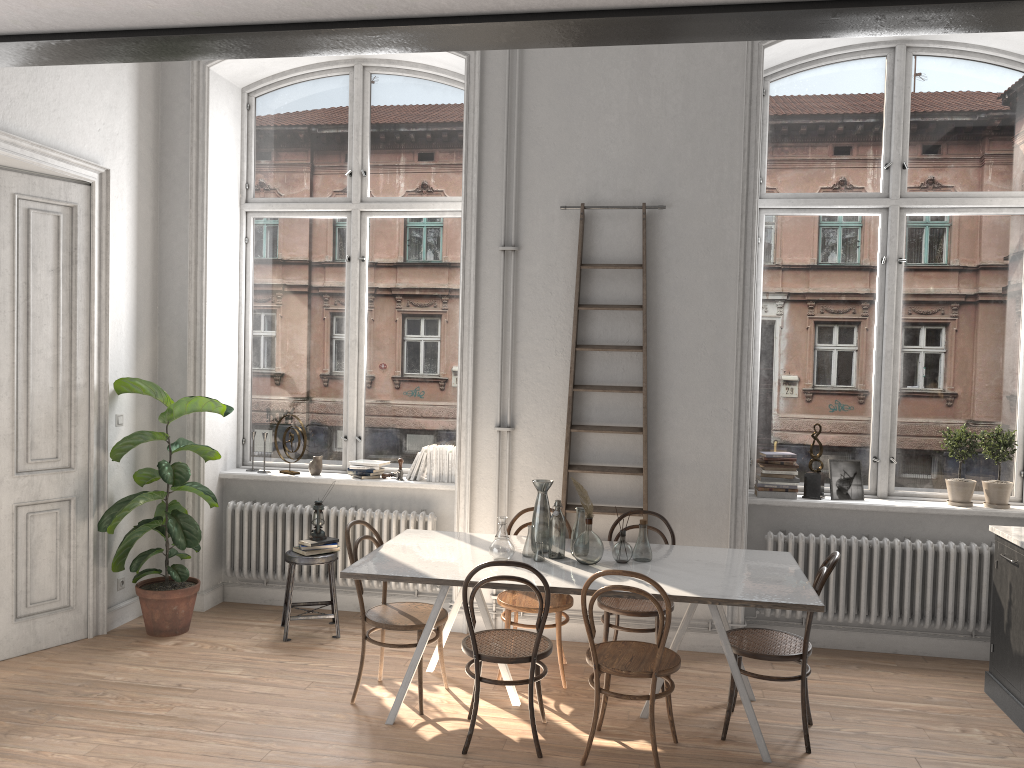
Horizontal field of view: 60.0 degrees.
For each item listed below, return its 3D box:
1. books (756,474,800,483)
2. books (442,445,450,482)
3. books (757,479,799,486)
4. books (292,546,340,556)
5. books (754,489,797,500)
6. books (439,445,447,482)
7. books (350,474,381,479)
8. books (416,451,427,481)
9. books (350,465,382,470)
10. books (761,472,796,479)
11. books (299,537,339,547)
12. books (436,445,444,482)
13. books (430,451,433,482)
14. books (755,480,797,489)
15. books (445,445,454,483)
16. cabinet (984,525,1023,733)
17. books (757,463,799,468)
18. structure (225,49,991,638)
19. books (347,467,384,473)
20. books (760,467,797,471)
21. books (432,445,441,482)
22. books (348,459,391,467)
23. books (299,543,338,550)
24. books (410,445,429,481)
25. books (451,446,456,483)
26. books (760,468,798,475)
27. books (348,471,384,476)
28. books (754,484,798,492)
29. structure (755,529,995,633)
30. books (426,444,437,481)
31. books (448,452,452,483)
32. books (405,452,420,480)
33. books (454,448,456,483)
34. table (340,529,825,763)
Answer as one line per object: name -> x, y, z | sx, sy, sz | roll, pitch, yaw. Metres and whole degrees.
books -> 1.736, 0.618, 5.807 | 0.245, 0.028, 0.193 | 2, 2, 5
books -> -0.455, 0.555, 6.219 | 0.024, 0.243, 0.175 | 2, 2, 10
books -> 1.737, 0.639, 5.806 | 0.255, 0.014, 0.192 | 2, 2, 13
books -> -1.276, 1.076, 5.785 | 0.246, 0.034, 0.194 | 0, 2, -40
books -> 1.720, 0.713, 5.797 | 0.248, 0.043, 0.192 | 2, 2, 10
books -> -0.477, 0.555, 6.218 | 0.019, 0.244, 0.174 | 2, 2, 10
books -> -1.042, 0.649, 6.292 | 0.147, 0.023, 0.221 | 0, 2, -31
books -> -0.616, 0.570, 6.227 | 0.072, 0.203, 0.155 | 2, 2, 10
books -> -1.032, 0.584, 6.272 | 0.205, 0.020, 0.155 | 1, 2, 0
books -> 1.741, 0.593, 5.800 | 0.205, 0.022, 0.155 | 2, 2, 24
books -> -1.261, 1.028, 5.785 | 0.147, 0.027, 0.221 | 3, 2, 42
books -> -0.499, 0.554, 6.204 | 0.019, 0.244, 0.174 | 2, 2, 10
books -> -0.543, 0.572, 6.214 | 0.020, 0.205, 0.155 | 2, 2, 10
books -> 1.724, 0.658, 5.793 | 0.249, 0.023, 0.175 | 2, 2, 11
books -> -0.438, 0.556, 6.194 | 0.019, 0.244, 0.174 | 2, 2, 10
cabinet -> 2.725, -0.003, 3.297 | 0.635, 3.584, 3.250 | 2, 2, 10
books -> 1.738, 0.527, 5.800 | 0.243, 0.019, 0.174 | 2, 2, 10
structure -> 0.560, -0.576, 5.734 | 5.181, 4.475, 0.340 | 2, 2, 10
books -> -1.033, 0.605, 6.285 | 0.221, 0.023, 0.147 | 2, 2, 26
books -> 1.742, 0.548, 5.799 | 0.205, 0.022, 0.155 | 2, 2, 5
books -> -0.523, 0.554, 6.199 | 0.024, 0.243, 0.175 | 2, 2, 10
books -> -1.009, 0.559, 6.287 | 0.243, 0.019, 0.174 | 2, 2, 20
books -> -1.264, 1.050, 5.785 | 0.232, 0.029, 0.162 | 1, 2, -19
books -> -0.640, 0.553, 6.229 | 0.100, 0.235, 0.174 | 2, 2, 10
books -> -0.389, 0.557, 6.207 | 0.024, 0.243, 0.175 | 2, 2, 10
books -> 1.746, 0.570, 5.805 | 0.222, 0.024, 0.158 | 2, 2, 10
books -> -1.036, 0.626, 6.287 | 0.205, 0.022, 0.155 | 2, 2, 30
books -> 1.723, 0.681, 5.794 | 0.249, 0.023, 0.175 | 2, 2, 6
structure -> 2.343, 1.230, 5.557 | 1.577, 0.552, 0.194 | 2, 2, 10
books -> -0.565, 0.552, 6.238 | 0.024, 0.243, 0.175 | 2, 2, 10
books -> -0.416, 0.576, 6.192 | 0.020, 0.205, 0.155 | 2, 2, 10
books -> -0.679, 0.572, 6.241 | 0.105, 0.194, 0.155 | 2, 2, 9
books -> -0.368, 0.559, 6.184 | 0.024, 0.243, 0.175 | 2, 2, 10
table -> 0.353, 1.300, 4.573 | 2.200, 0.780, 1.100 | 2, 2, 10
